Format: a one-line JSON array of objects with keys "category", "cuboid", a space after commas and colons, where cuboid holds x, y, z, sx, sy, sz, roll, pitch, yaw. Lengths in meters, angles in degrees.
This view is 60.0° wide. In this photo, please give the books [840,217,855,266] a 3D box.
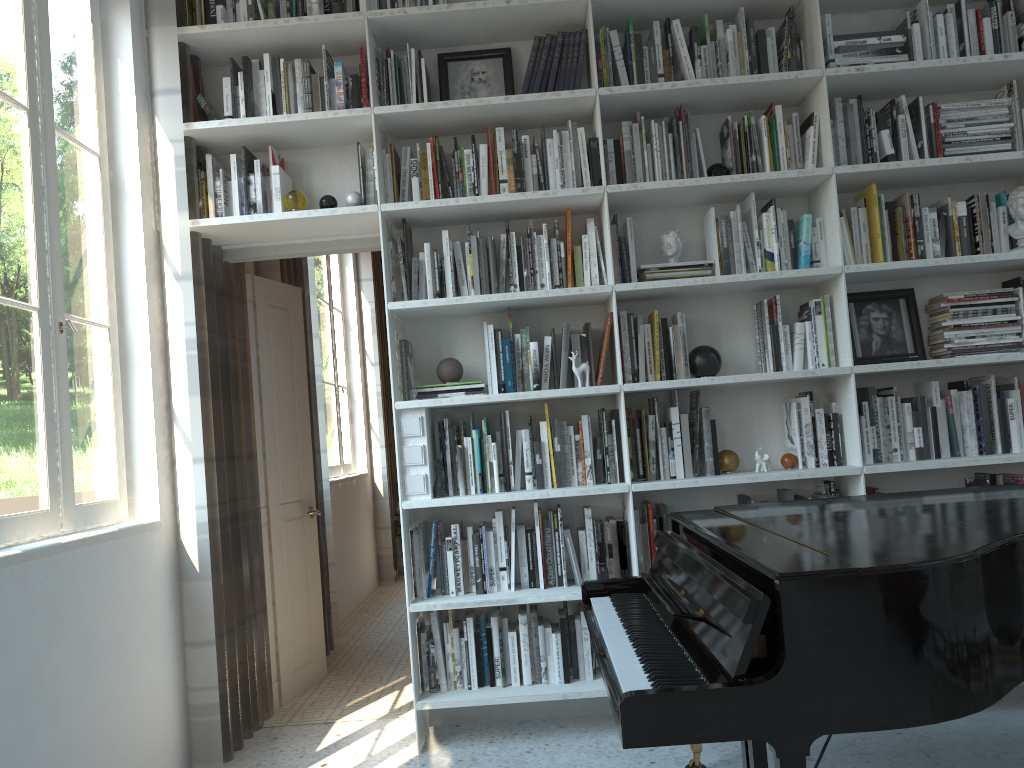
[{"category": "books", "cuboid": [1.271, -0.529, 3.443, 0.053, 0.208, 0.156, -4, -3, 1]}]

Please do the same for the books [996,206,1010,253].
[{"category": "books", "cuboid": [1.875, -0.572, 3.443, 0.035, 0.201, 0.149, -4, -3, 1]}]

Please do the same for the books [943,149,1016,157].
[{"category": "books", "cuboid": [1.782, -0.875, 3.462, 0.285, 0.012, 0.159, -5, -3, 2]}]

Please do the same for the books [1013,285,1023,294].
[{"category": "books", "cuboid": [1.947, -0.240, 3.419, 0.011, 0.260, 0.184, -4, -3, 1]}]

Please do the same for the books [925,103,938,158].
[{"category": "books", "cuboid": [1.605, -0.942, 3.457, 0.015, 0.245, 0.183, -4, -3, 1]}]

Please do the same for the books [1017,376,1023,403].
[{"category": "books", "cuboid": [1.964, 0.115, 3.424, 0.010, 0.284, 0.132, -4, -3, 1]}]

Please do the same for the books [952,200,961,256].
[{"category": "books", "cuboid": [1.687, -0.574, 3.441, 0.010, 0.234, 0.175, -4, -3, 1]}]

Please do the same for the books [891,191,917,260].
[{"category": "books", "cuboid": [1.518, -0.585, 3.446, 0.013, 0.283, 0.177, -4, -3, 1]}]

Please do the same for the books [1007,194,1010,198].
[{"category": "books", "cuboid": [1.949, -0.607, 3.442, 0.025, 0.259, 0.130, -4, -3, 1]}]

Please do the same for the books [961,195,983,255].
[{"category": "books", "cuboid": [1.755, -0.586, 3.421, 0.012, 0.245, 0.186, -4, -3, 1]}]

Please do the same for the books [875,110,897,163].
[{"category": "books", "cuboid": [1.434, -0.924, 3.458, 0.066, 0.236, 0.154, -4, -3, 1]}]

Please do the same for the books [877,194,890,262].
[{"category": "books", "cuboid": [1.417, -0.576, 3.439, 0.010, 0.280, 0.170, -4, -3, 1]}]

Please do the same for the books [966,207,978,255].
[{"category": "books", "cuboid": [1.736, -0.561, 3.431, 0.029, 0.200, 0.178, -4, -3, 1]}]

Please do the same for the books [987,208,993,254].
[{"category": "books", "cuboid": [1.823, -0.570, 3.453, 0.022, 0.206, 0.114, -4, -3, 1]}]

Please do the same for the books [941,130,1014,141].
[{"category": "books", "cuboid": [1.776, -0.948, 3.466, 0.285, 0.012, 0.159, -5, -3, 2]}]

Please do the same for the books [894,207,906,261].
[{"category": "books", "cuboid": [1.482, -0.554, 3.446, 0.012, 0.227, 0.169, -4, -3, 1]}]

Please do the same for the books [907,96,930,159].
[{"category": "books", "cuboid": [1.562, -0.951, 3.451, 0.021, 0.269, 0.191, -4, -3, 1]}]

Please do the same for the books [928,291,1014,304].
[{"category": "books", "cuboid": [1.772, -0.331, 3.433, 0.254, 0.012, 0.161, -4, -3, -2]}]

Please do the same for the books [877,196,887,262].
[{"category": "books", "cuboid": [1.394, -0.568, 3.425, 0.015, 0.266, 0.189, -4, -3, 1]}]

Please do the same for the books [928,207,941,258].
[{"category": "books", "cuboid": [1.604, -0.557, 3.444, 0.030, 0.214, 0.168, -4, -3, 1]}]

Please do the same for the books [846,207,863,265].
[{"category": "books", "cuboid": [1.322, -0.551, 3.463, 0.026, 0.248, 0.139, -4, -3, 1]}]

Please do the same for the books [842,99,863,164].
[{"category": "books", "cuboid": [1.324, -0.944, 3.475, 0.029, 0.295, 0.151, -4, -3, 1]}]

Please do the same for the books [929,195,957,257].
[{"category": "books", "cuboid": [1.675, -0.585, 3.446, 0.014, 0.258, 0.161, -4, -3, 1]}]

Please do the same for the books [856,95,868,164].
[{"category": "books", "cuboid": [1.343, -0.949, 3.467, 0.011, 0.300, 0.179, -4, -3, 1]}]

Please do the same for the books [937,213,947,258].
[{"category": "books", "cuboid": [1.645, -0.552, 3.455, 0.050, 0.199, 0.146, -4, -3, 1]}]

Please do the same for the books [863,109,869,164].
[{"category": "books", "cuboid": [1.356, -0.925, 3.468, 0.011, 0.251, 0.153, -4, -3, 1]}]

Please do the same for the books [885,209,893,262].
[{"category": "books", "cuboid": [1.436, -0.550, 3.461, 0.024, 0.228, 0.147, -4, -3, 1]}]

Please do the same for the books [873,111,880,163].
[{"category": "books", "cuboid": [1.395, -0.922, 3.465, 0.011, 0.239, 0.147, -4, -3, 1]}]

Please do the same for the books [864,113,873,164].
[{"category": "books", "cuboid": [1.369, -0.917, 3.468, 0.014, 0.233, 0.147, -4, -3, 1]}]

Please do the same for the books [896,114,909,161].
[{"category": "books", "cuboid": [1.502, -0.919, 3.463, 0.024, 0.216, 0.148, -4, -3, 1]}]

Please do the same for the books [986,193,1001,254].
[{"category": "books", "cuboid": [1.844, -0.598, 3.447, 0.024, 0.259, 0.126, -4, -3, 1]}]

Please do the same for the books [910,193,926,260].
[{"category": "books", "cuboid": [1.538, -0.580, 3.431, 0.028, 0.267, 0.190, -4, -3, 1]}]

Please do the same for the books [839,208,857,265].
[{"category": "books", "cuboid": [1.288, -0.546, 3.455, 0.042, 0.242, 0.162, -4, -3, 1]}]

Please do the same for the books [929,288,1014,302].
[{"category": "books", "cuboid": [1.771, -0.343, 3.431, 0.254, 0.012, 0.161, -5, -3, 5]}]

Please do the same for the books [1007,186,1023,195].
[{"category": "books", "cuboid": [1.973, -0.618, 3.453, 0.025, 0.279, 0.108, -4, -3, 1]}]

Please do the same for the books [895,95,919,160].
[{"category": "books", "cuboid": [1.526, -0.958, 3.466, 0.049, 0.291, 0.162, -4, -3, 1]}]

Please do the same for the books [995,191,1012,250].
[{"category": "books", "cuboid": [1.897, -0.604, 3.453, 0.014, 0.263, 0.135, -4, -3, 1]}]

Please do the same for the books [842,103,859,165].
[{"category": "books", "cuboid": [1.297, -0.928, 3.457, 0.025, 0.266, 0.185, -4, -3, 1]}]

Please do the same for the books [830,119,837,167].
[{"category": "books", "cuboid": [1.234, -0.903, 3.483, 0.027, 0.228, 0.147, -4, -3, 1]}]

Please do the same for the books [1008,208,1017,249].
[{"category": "books", "cuboid": [1.912, -0.577, 3.446, 0.012, 0.205, 0.145, -4, -3, 1]}]

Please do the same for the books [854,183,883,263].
[{"category": "books", "cuboid": [1.378, -0.593, 3.427, 0.014, 0.317, 0.188, -4, -3, 1]}]

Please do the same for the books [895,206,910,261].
[{"category": "books", "cuboid": [1.500, -0.559, 3.453, 0.025, 0.236, 0.137, -4, -3, 1]}]

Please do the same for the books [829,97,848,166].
[{"category": "books", "cuboid": [1.257, -0.940, 3.466, 0.026, 0.297, 0.179, -4, -3, 1]}]

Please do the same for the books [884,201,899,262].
[{"category": "books", "cuboid": [1.461, -0.567, 3.467, 0.028, 0.259, 0.134, -4, -3, 1]}]

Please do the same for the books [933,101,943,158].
[{"category": "books", "cuboid": [1.619, -0.945, 3.444, 0.013, 0.246, 0.176, -4, -3, 1]}]

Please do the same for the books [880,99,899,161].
[{"category": "books", "cuboid": [1.476, -0.951, 3.471, 0.022, 0.285, 0.131, -4, -3, 1]}]

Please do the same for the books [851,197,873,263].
[{"category": "books", "cuboid": [1.369, -0.572, 3.470, 0.010, 0.283, 0.136, -4, -3, 1]}]

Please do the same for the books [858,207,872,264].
[{"category": "books", "cuboid": [1.350, -0.550, 3.457, 0.029, 0.240, 0.155, -4, -3, 1]}]

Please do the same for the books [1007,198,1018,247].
[{"category": "books", "cuboid": [1.927, -0.595, 3.460, 0.021, 0.242, 0.103, -4, -3, 1]}]

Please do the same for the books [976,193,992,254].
[{"category": "books", "cuboid": [1.798, -0.595, 3.438, 0.025, 0.258, 0.150, -4, -3, 1]}]

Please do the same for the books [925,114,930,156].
[{"category": "books", "cuboid": [1.587, -0.925, 3.465, 0.024, 0.216, 0.132, -4, -3, 1]}]

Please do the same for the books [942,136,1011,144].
[{"category": "books", "cuboid": [1.778, -0.924, 3.462, 0.254, 0.012, 0.161, -5, -3, 3]}]

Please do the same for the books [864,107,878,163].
[{"category": "books", "cuboid": [1.382, -0.927, 3.464, 0.014, 0.250, 0.173, -4, -3, 1]}]

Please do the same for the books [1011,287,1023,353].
[{"category": "books", "cuboid": [1.935, -0.235, 3.422, 0.012, 0.254, 0.161, -4, -3, 1]}]

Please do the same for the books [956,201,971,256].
[{"category": "books", "cuboid": [1.707, -0.571, 3.430, 0.029, 0.224, 0.185, -4, -3, 1]}]

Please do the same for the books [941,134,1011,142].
[{"category": "books", "cuboid": [1.777, -0.936, 3.462, 0.254, 0.012, 0.161, -4, -3, -1]}]

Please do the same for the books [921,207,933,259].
[{"category": "books", "cuboid": [1.577, -0.556, 3.444, 0.024, 0.216, 0.175, -4, -3, 1]}]
